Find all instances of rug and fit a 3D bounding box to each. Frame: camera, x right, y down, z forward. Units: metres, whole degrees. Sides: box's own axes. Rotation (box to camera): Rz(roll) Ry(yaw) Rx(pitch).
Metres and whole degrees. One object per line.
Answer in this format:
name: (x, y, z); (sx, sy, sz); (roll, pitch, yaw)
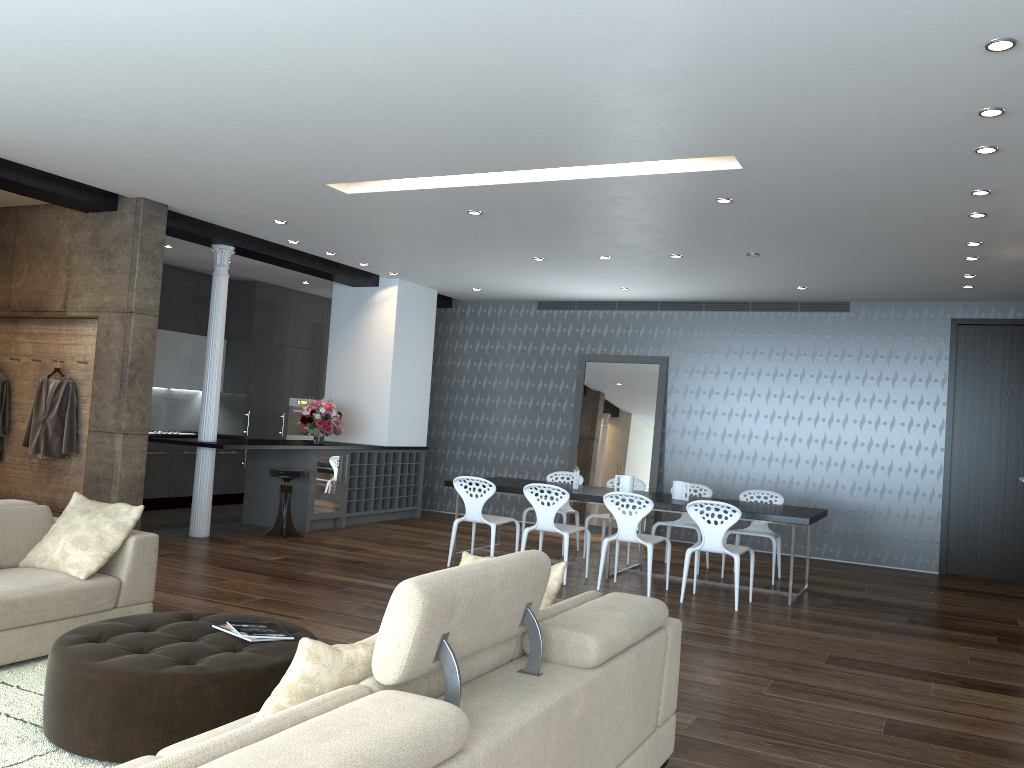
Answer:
rug: (-1.722, 1.344, 2.870); (2.972, 0.020, 4.231); (3, -3, 26)

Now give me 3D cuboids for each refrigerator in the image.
refrigerator: (-2.054, 1.115, 9.897); (0.075, 0.774, 0.578); (3, -3, 30)

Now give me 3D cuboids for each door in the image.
door: (5.251, 0.705, 9.628); (1.000, 2.814, 0.246); (3, -3, 26)

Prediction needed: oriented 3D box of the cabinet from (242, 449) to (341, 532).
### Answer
cabinet: (-2.458, 1.154, 10.060); (0.900, 0.897, 0.642); (3, -3, 26)

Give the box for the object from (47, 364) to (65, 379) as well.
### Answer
object: (-3.990, -0.099, 7.779); (0.430, 0.219, 0.010); (3, -3, 26)

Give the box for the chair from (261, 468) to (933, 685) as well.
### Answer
chair: (0.258, 1.438, 6.978); (21.556, 0.952, 16.134); (3, -3, 26)

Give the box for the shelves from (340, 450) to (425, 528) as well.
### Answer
shelves: (-1.945, 1.234, 11.109); (0.900, 0.897, 1.700); (3, -3, 26)

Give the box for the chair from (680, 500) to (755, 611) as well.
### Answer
chair: (1.650, 1.342, 7.128); (0.495, 0.835, 0.581); (3, -3, 26)

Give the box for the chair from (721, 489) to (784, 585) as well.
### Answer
chair: (2.351, 1.451, 8.560); (0.495, 0.835, 0.581); (3, -3, 26)

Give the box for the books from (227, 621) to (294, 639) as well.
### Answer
books: (-1.082, 1.054, 3.801); (0.220, 0.040, 0.301); (5, -3, -29)

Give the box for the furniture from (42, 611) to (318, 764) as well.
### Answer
furniture: (-1.343, 1.217, 3.678); (1.057, 0.355, 1.057); (3, -3, 28)

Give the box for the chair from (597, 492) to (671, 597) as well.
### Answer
chair: (1.018, 1.311, 7.417); (0.495, 0.835, 0.581); (3, -3, 26)

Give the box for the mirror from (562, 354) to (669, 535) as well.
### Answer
mirror: (1.309, 0.765, 11.296); (1.200, 2.294, 0.240); (3, -3, 26)

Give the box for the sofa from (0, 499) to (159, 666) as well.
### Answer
sofa: (-2.965, 0.840, 3.996); (1.021, 0.950, 2.581); (3, -3, 26)

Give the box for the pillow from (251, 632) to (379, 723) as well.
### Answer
pillow: (-0.477, 0.822, 2.368); (0.368, 0.416, 0.519); (2, -3, 31)

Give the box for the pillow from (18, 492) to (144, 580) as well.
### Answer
pillow: (-2.312, 0.811, 4.811); (0.518, 0.393, 0.395); (3, -3, 23)

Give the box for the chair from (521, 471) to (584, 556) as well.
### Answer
chair: (0.462, 1.361, 9.491); (0.495, 0.835, 0.581); (3, -3, 26)

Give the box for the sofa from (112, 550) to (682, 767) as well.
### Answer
sofa: (-0.324, 0.966, 2.695); (1.021, 0.950, 2.581); (3, -3, 26)

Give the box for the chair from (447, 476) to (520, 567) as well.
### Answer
chair: (-0.266, 1.251, 8.065); (0.495, 0.835, 0.581); (3, -3, 26)

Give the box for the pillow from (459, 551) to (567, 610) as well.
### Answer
pillow: (-0.073, 0.918, 3.708); (0.518, 0.393, 0.395); (3, -3, 30)

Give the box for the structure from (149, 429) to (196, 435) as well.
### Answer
structure: (-4.391, 0.598, 10.853); (0.520, 0.066, 0.900); (3, -3, 26)

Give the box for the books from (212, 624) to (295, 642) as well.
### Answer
books: (-1.105, 1.059, 3.788); (0.300, 0.031, 0.219); (2, -3, 41)

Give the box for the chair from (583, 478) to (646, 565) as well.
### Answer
chair: (1.092, 1.391, 9.181); (0.495, 0.835, 0.581); (3, -3, 26)

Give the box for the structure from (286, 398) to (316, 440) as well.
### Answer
structure: (-3.274, 0.499, 12.935); (0.591, 0.596, 0.595); (3, -3, 26)

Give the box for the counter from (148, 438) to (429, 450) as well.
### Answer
counter: (-2.351, 0.699, 10.233); (1.000, 0.040, 3.700); (3, -3, 26)

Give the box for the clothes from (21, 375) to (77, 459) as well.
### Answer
clothes: (-4.033, 0.286, 7.754); (0.700, 0.735, 0.173); (3, -3, 25)

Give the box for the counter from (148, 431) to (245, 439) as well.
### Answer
counter: (-4.701, 0.664, 10.326); (0.807, 0.223, 3.597); (3, -3, 26)

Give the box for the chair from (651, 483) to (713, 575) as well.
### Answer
chair: (1.721, 1.421, 8.871); (0.495, 0.835, 0.581); (3, -3, 26)

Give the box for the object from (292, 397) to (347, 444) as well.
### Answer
object: (-2.216, 0.414, 10.256); (0.570, 0.552, 0.544); (2, -3, 32)

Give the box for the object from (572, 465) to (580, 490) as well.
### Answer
object: (0.614, 0.901, 8.593); (0.076, 0.233, 0.161); (4, -2, 8)

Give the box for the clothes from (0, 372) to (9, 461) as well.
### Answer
clothes: (-4.835, 0.274, 8.159); (0.569, 0.855, 0.141); (3, -3, 27)

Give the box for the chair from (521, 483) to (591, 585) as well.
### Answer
chair: (0.361, 1.281, 7.751); (0.495, 0.835, 0.581); (3, -3, 26)

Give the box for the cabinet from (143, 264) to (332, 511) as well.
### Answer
cabinet: (-3.809, 0.095, 12.059); (0.827, 2.980, 7.409); (3, -3, 26)

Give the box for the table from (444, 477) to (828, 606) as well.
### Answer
table: (1.105, 1.410, 8.387); (3.400, 0.733, 1.200); (3, -3, 26)
